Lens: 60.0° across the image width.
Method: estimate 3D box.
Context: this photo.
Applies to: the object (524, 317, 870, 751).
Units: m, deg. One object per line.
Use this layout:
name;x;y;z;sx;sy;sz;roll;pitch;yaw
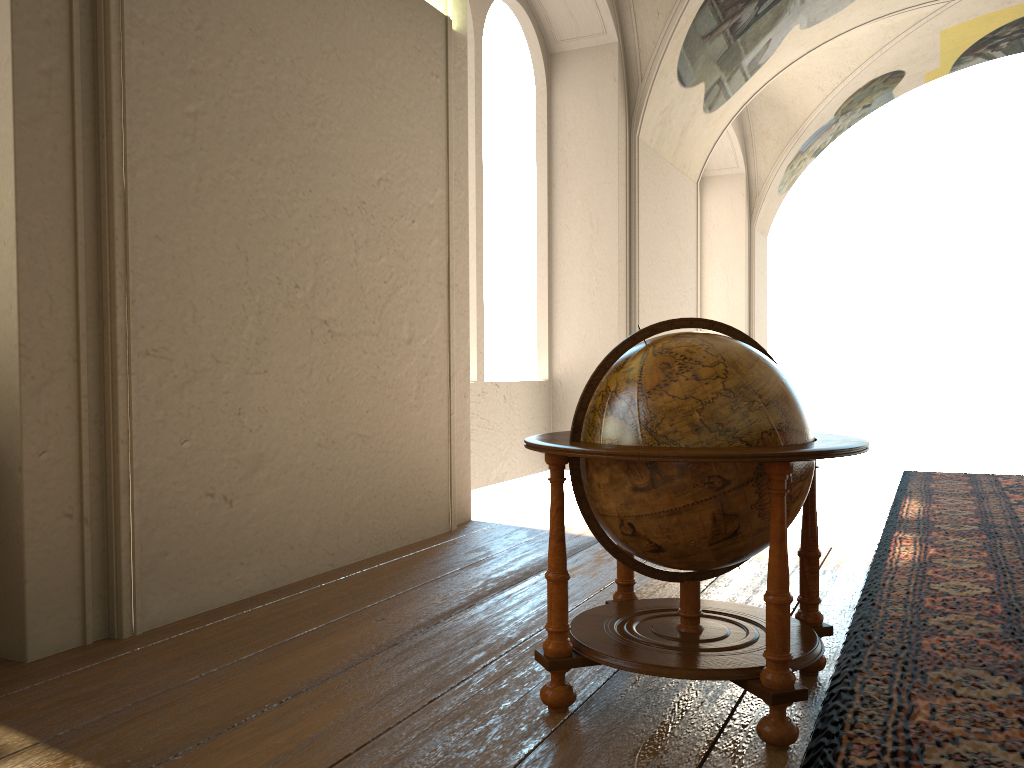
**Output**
object;0.688;0.470;3.422;1.279;1.449;1.278;-1;2;-27
